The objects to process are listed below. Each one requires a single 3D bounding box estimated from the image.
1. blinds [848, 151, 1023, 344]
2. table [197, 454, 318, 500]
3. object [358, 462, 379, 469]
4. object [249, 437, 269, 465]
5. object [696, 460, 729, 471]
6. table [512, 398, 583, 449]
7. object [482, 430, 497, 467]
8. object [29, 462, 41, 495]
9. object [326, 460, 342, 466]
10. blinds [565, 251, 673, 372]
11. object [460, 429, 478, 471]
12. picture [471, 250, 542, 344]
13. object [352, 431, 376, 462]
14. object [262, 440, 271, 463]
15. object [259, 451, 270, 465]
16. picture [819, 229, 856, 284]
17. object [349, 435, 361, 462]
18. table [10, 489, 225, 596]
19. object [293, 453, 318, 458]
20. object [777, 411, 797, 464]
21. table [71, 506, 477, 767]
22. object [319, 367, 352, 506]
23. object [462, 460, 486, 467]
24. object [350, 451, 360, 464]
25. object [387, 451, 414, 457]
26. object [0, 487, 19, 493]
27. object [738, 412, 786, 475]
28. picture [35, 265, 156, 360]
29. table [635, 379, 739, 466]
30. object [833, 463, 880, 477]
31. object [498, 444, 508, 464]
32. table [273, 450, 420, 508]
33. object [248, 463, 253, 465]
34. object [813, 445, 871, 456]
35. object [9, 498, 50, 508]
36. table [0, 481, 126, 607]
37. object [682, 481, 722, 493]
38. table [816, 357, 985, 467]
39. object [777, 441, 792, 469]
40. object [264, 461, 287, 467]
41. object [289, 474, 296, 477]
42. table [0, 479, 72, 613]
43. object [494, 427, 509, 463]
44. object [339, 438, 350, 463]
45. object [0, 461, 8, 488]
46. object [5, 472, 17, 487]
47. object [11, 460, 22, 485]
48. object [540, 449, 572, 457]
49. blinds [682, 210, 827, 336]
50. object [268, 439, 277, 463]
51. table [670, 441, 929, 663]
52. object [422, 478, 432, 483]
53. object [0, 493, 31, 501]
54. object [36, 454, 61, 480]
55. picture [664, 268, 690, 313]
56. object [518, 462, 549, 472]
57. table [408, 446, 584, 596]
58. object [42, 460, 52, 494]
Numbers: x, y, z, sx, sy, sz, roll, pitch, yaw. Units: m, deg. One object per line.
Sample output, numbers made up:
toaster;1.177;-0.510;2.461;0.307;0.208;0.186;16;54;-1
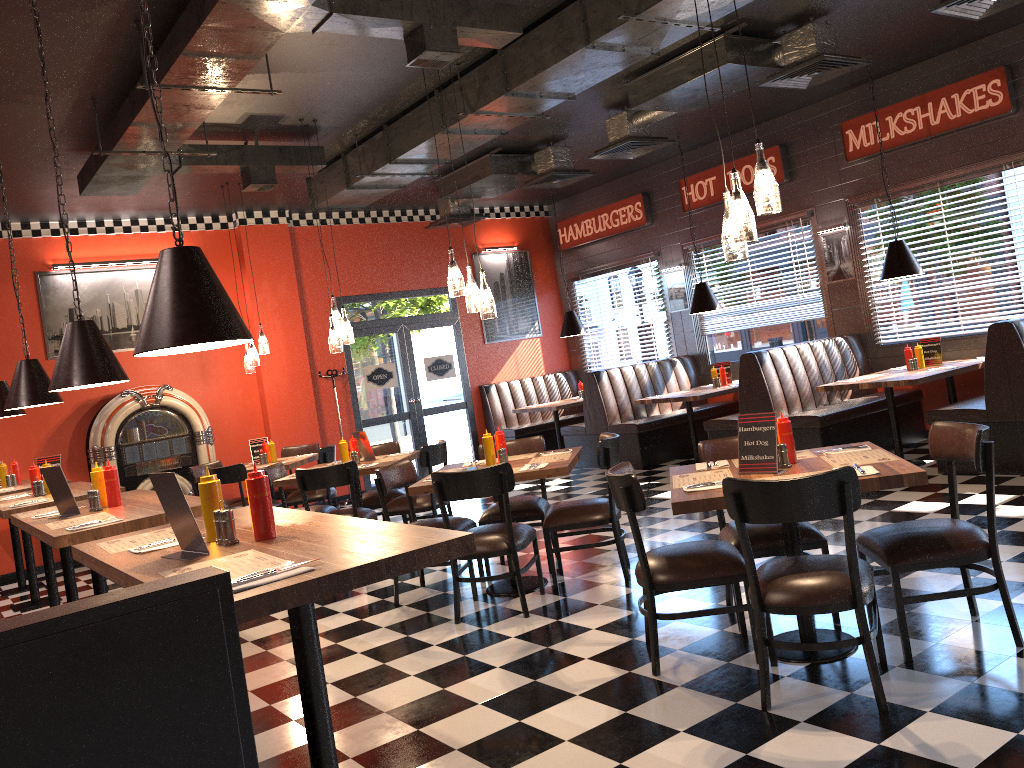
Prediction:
blinds;4.202;-1.238;8.509;0.101;1.554;1.862;-8;0;-35
table;-2.449;1.192;8.980;0.959;0.774;0.957;-9;1;10
object;-1.148;0.641;7.015;0.157;0.019;0.255;-9;2;12
object;-2.594;0.689;9.132;0.189;0.257;0.072;-9;-1;-25
object;0.959;0.387;4.247;0.157;0.019;0.255;-9;2;11
table;1.015;0.575;11.909;1.697;0.774;0.953;-10;1;-35
object;-0.148;0.409;5.690;0.068;0.238;0.067;-8;-1;-30
object;-3.346;0.665;6.222;0.068;0.238;0.067;-8;-1;-40
object;-1.518;0.681;7.708;0.157;0.019;0.255;-9;2;10
blinds;1.488;-0.877;12.409;0.100;1.636;1.862;-8;0;-35
object;-0.275;0.420;5.683;0.072;0.257;0.188;-9;0;-5
picture;-0.065;-1.279;12.843;1.026;1.302;0.016;-9;-1;-35
object;-1.248;0.524;7.467;0.187;0.257;0.072;-9;-1;45
object;-2.517;0.689;9.060;0.068;0.238;0.067;-8;-1;-38
object;-2.514;0.744;8.968;0.094;0.136;0.046;-9;-1;-35
picture;3.491;-1.365;9.505;0.012;0.537;0.350;-8;-1;-35
object;-1.323;0.546;7.440;0.068;0.238;0.067;-8;-1;-30
table;-1.989;1.126;4.492;0.698;1.000;1.686;-9;1;-35
object;-2.157;0.741;9.177;0.255;0.019;0.157;-9;1;10
object;1.229;0.240;3.981;0.068;0.238;0.068;-9;-1;8
table;-0.783;0.984;2.762;0.698;1.000;1.686;-9;1;-35
object;-2.097;0.639;10.915;0.375;1.660;0.374;-9;-1;-13
object;-0.254;0.530;5.959;0.157;0.019;0.255;-9;1;3
object;-1.305;0.598;7.340;0.093;0.136;0.047;-9;-1;45
object;-0.979;0.599;7.602;0.254;0.019;0.158;-9;2;13
object;-4.205;0.881;7.334;0.256;0.019;0.157;-10;2;-38
object;1.068;0.259;3.856;0.187;0.257;0.072;-9;-1;45
picture;-4.259;-0.840;9.876;1.775;0.940;0.023;-10;0;-35
table;2.380;0.414;9.951;1.697;0.774;0.953;-10;1;-35
object;1.367;0.342;3.534;0.157;0.019;0.255;-9;2;13
object;-0.061;0.450;5.625;0.046;0.136;0.094;-9;0;15
table;-1.274;1.053;7.342;0.959;0.774;0.957;-9;1;10
object;-2.678;0.819;9.319;0.157;0.019;0.255;-9;1;4
object;1.520;0.304;4.087;0.254;0.019;0.158;-8;2;14
object;-3.015;0.742;5.573;0.256;0.019;0.157;-10;2;-38
table;-3.189;1.267;6.213;0.698;1.000;1.686;-9;1;-35
object;0.843;0.419;3.712;0.255;0.019;0.157;-9;1;4
table;3.730;0.255;8.014;1.697;0.774;0.953;-10;1;-35
object;1.174;0.303;3.905;0.093;0.136;0.047;-9;-1;45
object;-2.303;0.778;8.640;0.157;0.019;0.255;-9;2;13
object;-1.659;0.718;7.144;0.255;0.019;0.157;-9;1;3
table;-4.406;1.410;7.960;0.698;1.000;1.686;-9;1;-35
object;-0.071;0.396;5.743;0.068;0.238;0.067;-8;-1;-30
object;-1.399;0.559;7.387;0.068;0.238;0.067;-8;-1;-30
object;-4.577;0.810;7.983;0.068;0.238;0.067;-8;-1;-42
object;-4.472;0.848;7.910;0.046;0.136;0.094;-9;0;35
object;-4.496;0.796;8.028;0.068;0.238;0.067;-8;-1;-42
object;0.270;0.452;5.827;0.255;0.019;0.157;-9;1;9
blinds;2.817;-1.250;10.460;0.100;1.206;1.863;-8;0;-35
object;-2.437;0.678;9.012;0.068;0.238;0.067;-8;-1;-38
table;1.232;0.755;3.872;0.955;0.774;0.961;-9;1;10
object;-0.417;0.570;5.424;0.254;0.019;0.157;-9;1;11
object;-3.540;0.804;6.323;0.256;0.019;0.157;-10;2;-38
object;-3.305;0.647;6.315;0.188;0.257;0.072;-9;-1;6
picture;2.132;-1.205;11.455;0.012;0.537;0.350;-8;-1;-35
object;0.133;0.488;5.286;0.157;0.019;0.255;-9;2;12
table;-0.009;0.901;5.628;0.959;0.774;0.957;-9;1;10
object;-3.254;0.651;6.213;0.067;0.238;0.068;-10;-1;44
